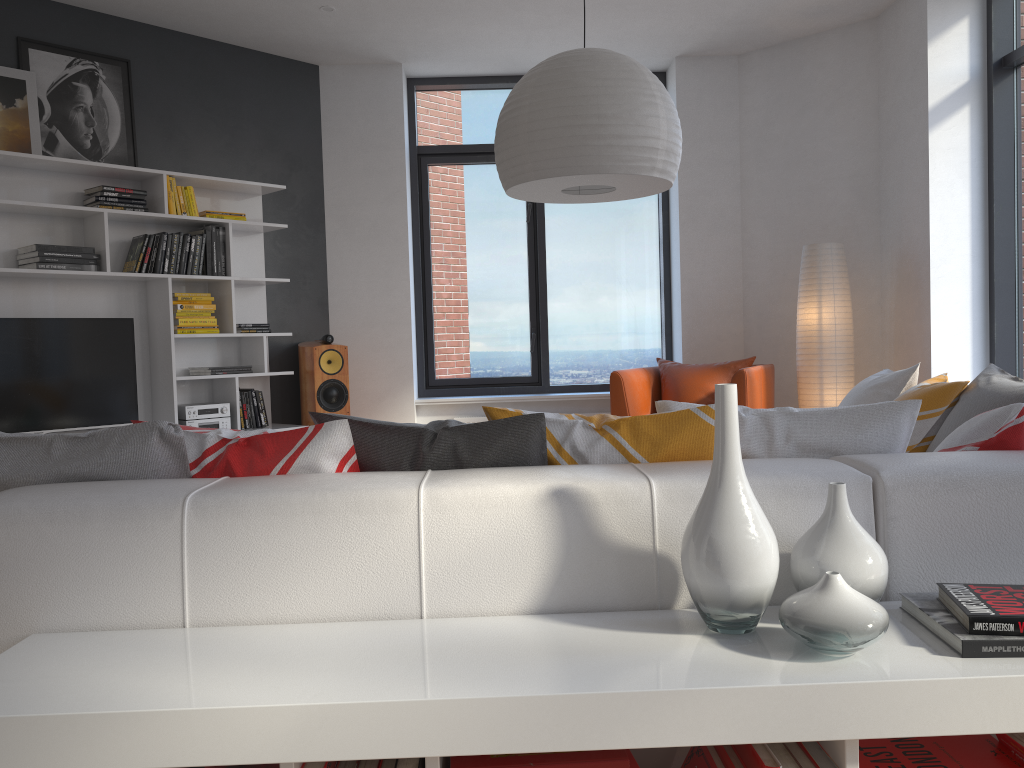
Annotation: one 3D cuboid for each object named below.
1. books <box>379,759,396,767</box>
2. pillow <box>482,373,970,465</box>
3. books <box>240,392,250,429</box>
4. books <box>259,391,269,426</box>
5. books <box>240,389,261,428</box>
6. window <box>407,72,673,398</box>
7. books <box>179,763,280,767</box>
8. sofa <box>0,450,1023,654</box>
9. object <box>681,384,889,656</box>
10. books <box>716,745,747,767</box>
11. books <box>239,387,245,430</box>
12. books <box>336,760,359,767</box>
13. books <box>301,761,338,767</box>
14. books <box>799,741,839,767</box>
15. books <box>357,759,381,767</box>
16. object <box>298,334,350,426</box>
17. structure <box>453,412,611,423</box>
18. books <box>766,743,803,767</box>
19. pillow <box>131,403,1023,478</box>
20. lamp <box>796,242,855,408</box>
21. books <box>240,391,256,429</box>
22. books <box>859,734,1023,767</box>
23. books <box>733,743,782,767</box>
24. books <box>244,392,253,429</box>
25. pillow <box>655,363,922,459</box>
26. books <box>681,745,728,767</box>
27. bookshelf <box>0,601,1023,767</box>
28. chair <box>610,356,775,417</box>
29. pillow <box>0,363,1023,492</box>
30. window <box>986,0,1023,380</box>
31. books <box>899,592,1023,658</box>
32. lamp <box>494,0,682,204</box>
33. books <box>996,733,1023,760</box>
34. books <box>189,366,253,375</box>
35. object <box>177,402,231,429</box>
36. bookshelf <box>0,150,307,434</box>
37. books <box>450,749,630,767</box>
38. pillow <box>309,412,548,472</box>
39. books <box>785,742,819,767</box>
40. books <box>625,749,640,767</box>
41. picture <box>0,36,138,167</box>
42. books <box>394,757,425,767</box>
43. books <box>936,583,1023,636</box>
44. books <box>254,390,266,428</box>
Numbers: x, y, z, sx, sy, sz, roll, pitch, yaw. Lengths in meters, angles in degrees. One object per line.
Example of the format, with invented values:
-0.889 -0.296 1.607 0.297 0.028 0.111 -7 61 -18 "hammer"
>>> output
-0.177 0.708 1.369 0.042 0.259 0.195 -2 2 -1 "books"
0.803 0.214 2.591 2.095 0.440 0.630 -4 3 -44 "pillow"
-1.745 0.168 5.641 0.189 0.240 0.053 1 3 44 "books"
-1.664 0.161 5.756 0.179 0.233 0.077 1 3 44 "books"
-1.691 0.156 5.693 0.193 0.255 0.066 0 3 43 "books"
0.222 -1.129 6.797 1.960 2.402 0.170 -2 2 -1 "window"
-0.473 0.636 1.406 0.206 0.029 0.152 -2 2 5 "books"
0.187 0.476 2.864 3.424 0.732 2.614 -2 2 -1 "sofa"
0.434 0.196 1.430 0.316 0.398 0.319 -1 3 23 "object"
0.304 0.699 1.364 0.115 0.245 0.192 -2 2 -1 "books"
-1.770 0.154 5.620 0.202 0.268 0.053 0 3 43 "books"
-0.250 0.712 1.377 0.031 0.255 0.181 -2 2 -1 "books"
-0.285 0.696 1.373 0.036 0.294 0.208 -2 2 -1 "books"
0.462 0.684 1.358 0.028 0.269 0.181 -2 2 -2 "books"
-0.216 0.710 1.379 0.034 0.259 0.207 -2 2 -1 "books"
-1.293 0.209 6.048 0.290 1.088 0.434 -3 3 -31 "object"
0.310 0.452 6.535 1.474 0.460 0.110 -2 2 -1 "structure"
0.404 0.685 1.382 0.038 0.270 0.215 -2 2 -1 "books"
0.289 0.264 2.037 2.250 0.449 0.575 -2 2 -4 "pillow"
2.090 -0.103 5.440 0.502 1.550 0.804 -4 3 -41 "lamp"
-1.703 0.162 5.664 0.169 0.242 0.050 0 3 43 "books"
0.664 0.619 1.431 0.301 0.032 0.227 -2 2 -1 "books"
0.366 0.682 1.364 0.046 0.282 0.199 -2 2 -1 "books"
-1.723 0.167 5.654 0.170 0.236 0.049 1 3 44 "books"
0.995 0.179 2.844 0.580 0.456 2.156 -1 3 25 "pillow"
0.262 0.700 1.370 0.144 0.247 0.188 -2 2 -1 "books"
0.483 0.646 1.391 2.600 0.500 0.356 -2 2 -1 "bookshelf"
1.203 0.257 5.715 0.896 0.858 0.843 0 3 31 "chair"
0.184 0.223 2.365 2.953 0.453 0.647 -2 3 -13 "pillow"
2.825 -1.110 4.429 0.170 2.402 1.310 -2 2 -1 "window"
0.806 0.372 1.389 0.300 0.026 0.245 -2 2 4 "books"
1.351 -0.490 2.169 3.199 2.647 0.710 0 3 35 "lamp"
0.870 0.680 1.390 0.134 0.248 0.192 -2 2 -1 "books"
-1.835 -0.085 5.579 0.250 0.047 0.310 0 3 39 "books"
-1.923 0.212 5.449 0.270 0.174 0.285 1 3 44 "object"
-2.521 -0.180 4.750 0.455 2.052 3.000 1 3 44 "bookshelf"
0.034 0.561 1.378 0.259 0.034 0.206 -2 2 -4 "books"
0.614 0.227 2.051 2.120 0.436 0.608 -2 2 -5 "pillow"
0.435 0.687 1.373 0.028 0.266 0.188 -2 2 -1 "books"
0.053 0.590 1.371 0.266 0.026 0.187 -2 2 -7 "books"
-2.700 -1.555 4.849 0.076 0.707 1.279 1 3 44 "picture"
-0.144 0.691 1.375 0.049 0.291 0.214 -2 2 -1 "books"
0.805 0.347 1.363 0.238 0.027 0.188 -1 2 12 "books"
-1.664 0.160 5.709 0.177 0.242 0.066 1 3 43 "books"
